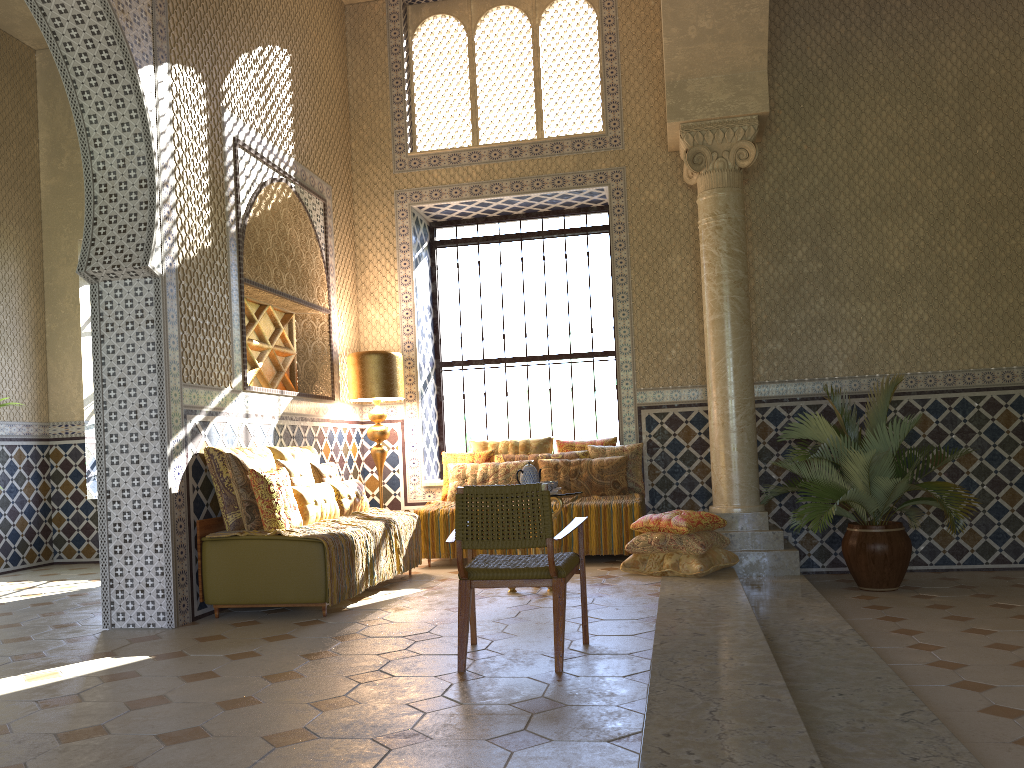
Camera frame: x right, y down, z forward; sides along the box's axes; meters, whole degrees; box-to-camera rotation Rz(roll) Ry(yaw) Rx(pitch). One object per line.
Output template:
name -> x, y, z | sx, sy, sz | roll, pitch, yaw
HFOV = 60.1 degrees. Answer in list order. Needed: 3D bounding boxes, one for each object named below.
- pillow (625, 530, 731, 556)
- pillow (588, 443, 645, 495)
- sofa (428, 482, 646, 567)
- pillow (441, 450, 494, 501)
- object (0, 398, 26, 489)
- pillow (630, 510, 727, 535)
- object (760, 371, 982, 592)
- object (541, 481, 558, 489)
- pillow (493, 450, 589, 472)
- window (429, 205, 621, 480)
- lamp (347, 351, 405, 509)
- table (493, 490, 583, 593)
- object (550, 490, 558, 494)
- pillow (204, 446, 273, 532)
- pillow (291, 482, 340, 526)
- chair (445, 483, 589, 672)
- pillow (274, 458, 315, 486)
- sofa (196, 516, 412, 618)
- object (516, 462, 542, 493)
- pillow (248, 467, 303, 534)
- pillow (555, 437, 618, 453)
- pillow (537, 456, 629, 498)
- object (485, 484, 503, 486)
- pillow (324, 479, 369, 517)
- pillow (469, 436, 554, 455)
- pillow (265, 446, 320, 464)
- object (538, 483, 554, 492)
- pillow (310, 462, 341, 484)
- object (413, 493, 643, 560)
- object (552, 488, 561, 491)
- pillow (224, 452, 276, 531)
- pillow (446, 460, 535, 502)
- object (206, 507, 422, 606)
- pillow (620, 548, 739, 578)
pillow -> 1.856, 1.776, 9.900 | 0.933, 0.347, 0.881 | -5, -5, 31
pillow -> 1.365, 1.130, 11.623 | 0.741, 0.692, 0.341 | -3, -2, 11
sofa -> 0.306, 1.830, 11.544 | 2.851, 0.936, 1.276 | -3, -3, 11
pillow -> -0.606, 1.249, 11.992 | 0.741, 0.692, 0.341 | -3, -2, 11
object -> -6.861, 0.724, 9.971 | 2.258, 3.548, 2.756 | -3, -2, 14
pillow -> 1.861, 1.567, 9.892 | 0.806, 0.310, 0.747 | -6, -5, 44
object -> 4.273, 1.119, 10.211 | 2.641, 2.499, 2.169 | -3, -2, -3
object -> 0.395, 1.076, 9.331 | 0.183, 0.100, 0.183 | -3, -4, -1
pillow -> 0.382, 1.219, 11.786 | 1.342, 0.614, 0.371 | -3, -2, 11
window -> -2.620, -0.417, 13.490 | 8.486, 3.986, 0.574 | -3, -1, 7
lamp -> -1.772, 0.991, 11.842 | 0.736, 2.810, 0.738 | -2, -1, -20
table -> 0.196, 1.604, 9.003 | 1.103, 0.979, 1.100 | -5, -4, 40
object -> 0.326, 1.070, 8.697 | 0.256, 0.032, 0.256 | -3, -4, 7
pillow -> -2.626, 1.034, 8.889 | 0.422, 0.831, 1.194 | -3, -3, 10
pillow -> -2.059, 1.265, 9.221 | 0.271, 0.450, 0.984 | -3, -4, 10
chair -> 0.025, 1.284, 6.166 | 0.951, 1.208, 0.908 | -3, -2, 11
pillow -> -2.254, 1.127, 9.348 | 0.341, 0.692, 0.742 | -3, -3, 11
sofa -> -1.995, 1.775, 9.392 | 1.274, 0.936, 2.855 | -3, -4, 10
object -> 0.177, 0.958, 9.054 | 0.273, 0.323, 0.199 | -3, -2, 0
pillow -> -2.233, 1.118, 8.441 | 0.345, 0.650, 0.686 | -3, -3, 10
pillow -> 1.011, 1.126, 11.971 | 0.856, 0.799, 0.394 | -3, -2, 11
pillow -> 0.912, 1.225, 11.464 | 1.192, 0.546, 0.329 | -3, -2, 11
object -> -0.179, 1.084, 9.079 | 0.183, 0.100, 0.183 | -2, -4, -8
pillow -> -1.886, 1.327, 10.142 | 0.271, 0.450, 0.984 | -3, -4, 10
pillow -> -0.018, 1.154, 12.105 | 1.193, 0.831, 0.423 | -3, -2, 11
pillow -> -2.405, 1.112, 10.065 | 0.422, 0.831, 1.194 | -3, -3, 10
object -> 0.325, 1.032, 8.698 | 0.183, 0.100, 0.184 | -3, -4, 7
pillow -> -2.104, 1.209, 10.136 | 0.313, 0.637, 0.682 | -3, -3, 11
object -> 0.255, 1.820, 11.490 | 2.887, 0.717, 1.316 | -3, -4, 11
object -> 0.396, 1.114, 9.331 | 0.255, 0.032, 0.256 | -2, -4, -11
pillow -> -2.468, 1.049, 8.631 | 0.383, 0.779, 0.835 | -3, -3, 11
pillow -> -0.291, 1.298, 11.689 | 1.192, 0.546, 0.329 | -3, -2, 11
object -> -1.938, 1.762, 9.369 | 1.315, 0.716, 2.891 | -3, -4, 11
pillow -> 1.886, 1.977, 9.902 | 0.993, 0.367, 1.043 | -5, -5, 35
